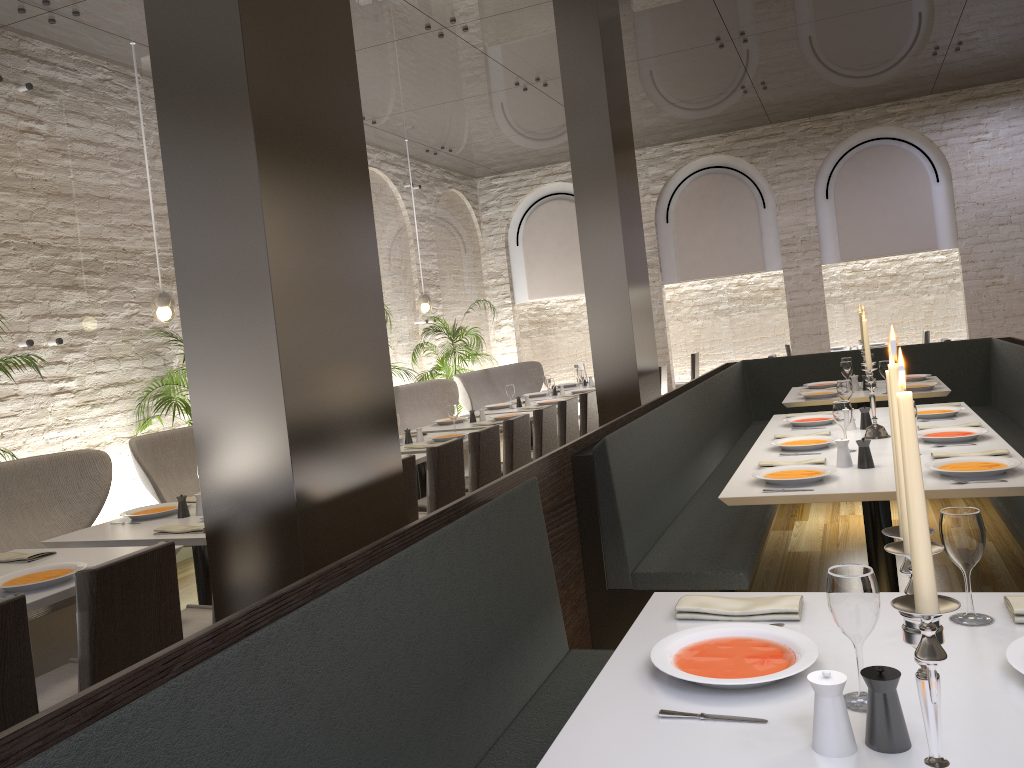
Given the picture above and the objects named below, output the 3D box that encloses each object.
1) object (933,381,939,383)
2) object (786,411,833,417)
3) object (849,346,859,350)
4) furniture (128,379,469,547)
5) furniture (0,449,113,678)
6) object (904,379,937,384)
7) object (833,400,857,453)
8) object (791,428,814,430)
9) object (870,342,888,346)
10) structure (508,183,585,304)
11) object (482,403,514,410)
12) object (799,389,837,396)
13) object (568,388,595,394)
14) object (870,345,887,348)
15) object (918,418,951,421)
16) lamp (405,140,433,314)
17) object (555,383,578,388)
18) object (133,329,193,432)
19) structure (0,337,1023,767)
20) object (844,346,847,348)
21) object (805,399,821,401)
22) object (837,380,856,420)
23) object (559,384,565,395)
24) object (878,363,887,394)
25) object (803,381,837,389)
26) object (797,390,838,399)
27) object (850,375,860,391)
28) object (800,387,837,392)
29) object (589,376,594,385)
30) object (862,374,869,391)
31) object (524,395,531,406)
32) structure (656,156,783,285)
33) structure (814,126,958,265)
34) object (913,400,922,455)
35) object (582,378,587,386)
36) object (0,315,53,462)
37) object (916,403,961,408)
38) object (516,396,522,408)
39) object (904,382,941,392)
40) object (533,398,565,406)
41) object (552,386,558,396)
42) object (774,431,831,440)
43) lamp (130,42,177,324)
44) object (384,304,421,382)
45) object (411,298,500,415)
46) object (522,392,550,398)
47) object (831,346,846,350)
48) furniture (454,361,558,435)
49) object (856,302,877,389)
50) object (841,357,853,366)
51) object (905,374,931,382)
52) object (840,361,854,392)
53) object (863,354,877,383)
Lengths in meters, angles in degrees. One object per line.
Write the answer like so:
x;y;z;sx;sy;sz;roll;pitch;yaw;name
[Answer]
2.965;0.005;6.484;0.272;0.033;0.143;-5;3;21;object
1.820;0.191;5.413;0.272;0.033;0.143;-5;3;21;object
3.316;-0.253;8.567;0.086;0.231;0.086;-7;1;-39;object
-1.225;0.658;7.161;0.708;1.096;4.487;-6;3;21;furniture
-2.888;1.078;2.836;0.708;1.096;4.487;-6;3;21;furniture
3.021;-0.009;6.628;0.272;0.033;0.143;-5;3;21;object
1.514;0.193;4.037;0.086;0.231;0.087;-6;1;21;object
1.636;0.244;4.883;0.185;0.010;0.017;-5;3;21;object
5.011;-0.540;12.200;0.322;0.036;0.321;-8;4;-33;object
0.704;-2.106;13.015;1.631;1.674;0.098;-6;1;21;structure
-0.132;0.223;8.727;0.322;0.036;0.321;-8;4;-31;object
2.330;0.063;6.739;0.272;0.033;0.143;-5;3;21;object
0.761;0.078;9.559;0.322;0.036;0.321;-8;4;-31;object
4.881;-0.500;11.865;0.272;0.033;0.143;-5;3;21;object
2.237;0.186;4.672;0.181;0.015;0.038;-5;3;23;object
-1.115;-1.829;10.330;0.178;2.040;0.178;-6;1;0;lamp
0.672;0.020;10.818;0.322;0.036;0.321;-8;4;-31;object
-2.273;0.372;6.667;1.191;1.973;1.143;-7;2;-38;object
1.223;0.666;2.851;2.368;1.000;10.775;-5;3;21;structure
4.653;-0.520;12.709;0.272;0.033;0.143;-5;3;21;object
2.173;0.108;6.277;0.185;0.010;0.017;-5;3;21;object
1.908;0.094;5.062;0.086;0.231;0.087;-6;1;33;object
0.543;0.060;9.620;0.059;0.109;0.059;-7;1;-33;object
2.617;-0.047;6.196;0.087;0.231;0.086;-7;1;-33;object
2.520;0.011;7.162;0.321;0.036;0.322;-5;3;17;object
2.253;0.079;6.466;0.321;0.036;0.322;-7;3;-3;object
2.568;-0.008;6.635;0.069;0.126;0.068;-7;1;-27;object
2.385;0.049;6.883;0.272;0.033;0.143;-5;3;21;object
0.951;-0.043;10.683;0.059;0.109;0.059;-7;1;-33;object
2.634;-0.013;6.583;0.069;0.126;0.068;-7;1;-27;object
0.147;0.160;8.592;0.059;0.109;0.059;-7;1;-33;object
2.800;-2.296;12.197;1.631;1.674;0.098;-6;1;21;structure
4.765;-2.474;11.430;1.631;1.674;0.098;-6;1;21;structure
1.685;0.189;3.772;0.086;0.231;0.086;-7;1;-27;object
0.870;-0.033;10.666;0.059;0.109;0.059;-7;1;-33;object
-3.030;0.563;4.699;1.191;1.973;1.143;-7;2;-38;object
2.458;0.134;5.164;0.272;0.033;0.143;-5;3;21;object
0.066;0.170;8.574;0.059;0.109;0.059;-7;1;-33;object
2.840;0.026;6.235;0.321;0.036;0.322;-7;3;-3;object
0.365;0.178;8.531;0.322;0.036;0.321;-8;4;-31;object
0.461;0.070;9.603;0.059;0.109;0.059;-7;1;-33;object
1.512;0.269;4.612;0.272;0.033;0.143;-5;3;21;object
-2.623;-1.448;6.409;0.177;2.040;0.178;-6;1;42;lamp
-1.555;0.190;8.542;1.147;1.973;1.186;-7;1;-28;object
-0.657;-0.034;10.833;1.145;1.973;1.189;-6;1;2;object
0.263;0.123;9.755;0.322;0.036;0.321;-8;4;-31;object
4.514;-0.495;12.397;0.322;0.036;0.321;-8;4;-33;object
0.093;0.326;10.588;0.706;1.096;2.591;-6;3;21;furniture
2.658;-0.294;6.700;0.131;0.656;0.391;-6;1;32;object
2.645;-0.092;6.980;0.087;0.231;0.086;-7;1;-33;object
3.108;-0.042;6.930;0.322;0.036;0.321;-8;3;-20;object
2.483;-0.051;6.557;0.087;0.231;0.086;-7;1;-33;object
2.868;-0.123;7.095;0.086;0.231;0.086;-7;1;-9;object
